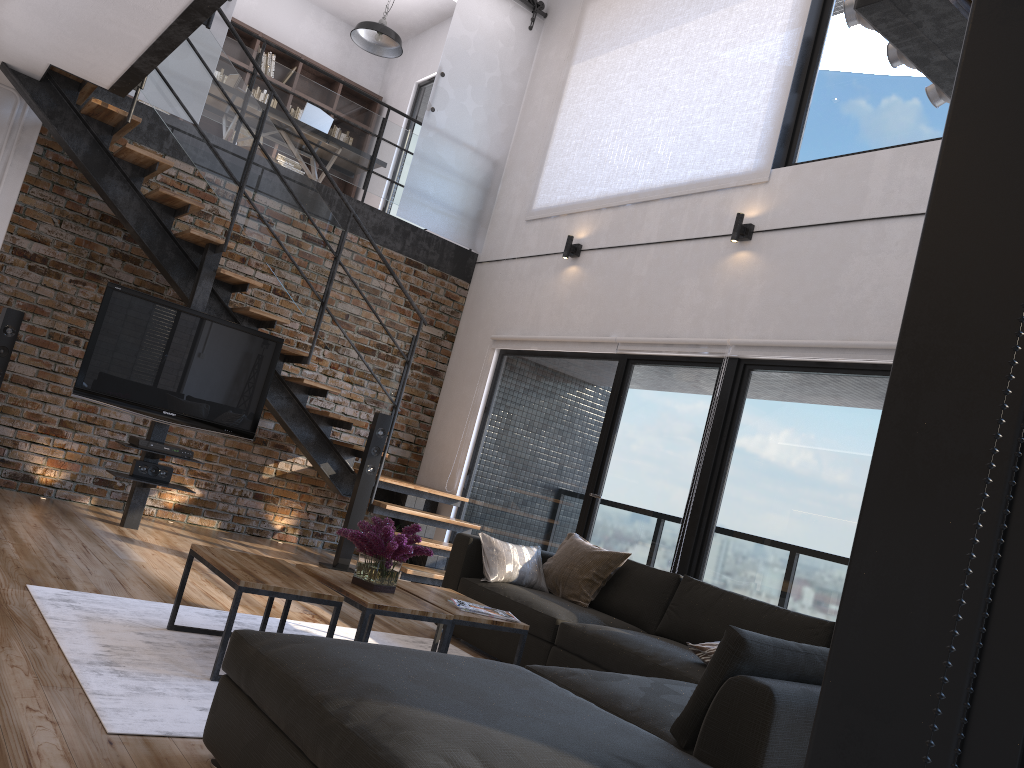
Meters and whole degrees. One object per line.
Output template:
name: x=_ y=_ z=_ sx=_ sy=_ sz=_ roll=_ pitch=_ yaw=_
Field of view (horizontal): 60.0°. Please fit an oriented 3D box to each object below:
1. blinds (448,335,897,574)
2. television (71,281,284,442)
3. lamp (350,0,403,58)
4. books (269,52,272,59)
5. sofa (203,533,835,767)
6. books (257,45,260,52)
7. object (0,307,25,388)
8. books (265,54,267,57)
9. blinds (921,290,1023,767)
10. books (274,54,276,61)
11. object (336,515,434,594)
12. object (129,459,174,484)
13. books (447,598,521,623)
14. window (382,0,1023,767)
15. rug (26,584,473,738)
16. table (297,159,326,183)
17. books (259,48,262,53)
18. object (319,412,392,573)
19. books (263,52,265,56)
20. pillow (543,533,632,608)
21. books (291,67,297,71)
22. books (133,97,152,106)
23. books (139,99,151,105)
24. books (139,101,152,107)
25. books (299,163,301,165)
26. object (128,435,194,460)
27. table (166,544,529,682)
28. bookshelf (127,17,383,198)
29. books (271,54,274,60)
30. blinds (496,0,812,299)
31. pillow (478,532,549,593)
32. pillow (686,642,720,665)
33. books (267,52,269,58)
blinds: x=1.106 y=0.697 z=5.398 sx=0.096 sy=2.041 sz=5.365 roll=19 pitch=-8 yaw=-35
television: x=-2.217 y=-0.111 z=5.953 sx=1.210 sy=0.782 sz=0.136 roll=19 pitch=-7 yaw=-35
lamp: x=-1.177 y=-3.905 z=8.755 sx=0.532 sy=1.185 sz=0.533 roll=14 pitch=-6 yaw=7
books: x=-2.859 y=-3.714 z=10.358 sx=0.073 sy=0.285 sz=0.170 roll=19 pitch=-7 yaw=-35
sofa: x=0.101 y=1.028 z=3.666 sx=3.006 sy=0.699 sz=3.041 roll=19 pitch=-8 yaw=-35
books: x=-2.972 y=-3.760 z=10.283 sx=0.080 sy=0.300 sz=0.156 roll=19 pitch=-7 yaw=-35
object: x=-3.431 y=0.090 z=5.778 sx=0.270 sy=1.204 sz=0.271 roll=9 pitch=-8 yaw=45
books: x=-2.906 y=-3.705 z=10.331 sx=0.081 sy=0.242 sz=0.161 roll=19 pitch=-7 yaw=-35
blinds: x=1.133 y=0.211 z=0.454 sx=1.827 sy=2.049 sz=3.869 roll=14 pitch=-7 yaw=9
books: x=-2.821 y=-3.699 z=10.391 sx=0.076 sy=0.285 sz=0.163 roll=19 pitch=-7 yaw=-35
object: x=-0.532 y=0.681 z=3.680 sx=0.376 sy=0.342 sz=0.341 roll=19 pitch=-8 yaw=-33
object: x=-2.402 y=0.584 z=5.910 sx=0.247 sy=0.112 sz=0.088 roll=19 pitch=-8 yaw=-35
books: x=-0.123 y=0.980 z=3.836 sx=0.295 sy=0.013 sz=0.229 roll=17 pitch=-7 yaw=-14
window: x=0.067 y=-1.166 z=4.779 sx=5.677 sy=5.558 sz=13.387 roll=19 pitch=-8 yaw=-35
rug: x=-0.717 y=1.165 z=3.604 sx=2.118 sy=0.003 sz=1.635 roll=20 pitch=-8 yaw=-35
table: x=-2.197 y=-2.062 z=8.139 sx=1.864 sy=0.634 sz=0.743 roll=19 pitch=-8 yaw=-35
books: x=-2.955 y=-3.743 z=10.301 sx=0.083 sy=0.281 sz=0.149 roll=19 pitch=-7 yaw=-35
object: x=-1.120 y=0.805 z=6.623 sx=0.271 sy=1.204 sz=0.271 roll=18 pitch=-7 yaw=-30
books: x=-2.927 y=-3.717 z=10.307 sx=0.076 sy=0.246 sz=0.174 roll=19 pitch=-7 yaw=-35
pillow: x=0.382 y=1.087 z=5.229 sx=0.265 sy=0.381 sz=0.609 roll=19 pitch=-8 yaw=-34
books: x=-2.662 y=-3.636 z=10.509 sx=0.112 sy=0.276 sz=0.163 roll=19 pitch=-7 yaw=-35
books: x=-3.972 y=-3.013 z=9.684 sx=0.374 sy=0.019 sz=0.243 roll=20 pitch=-8 yaw=-35
books: x=-3.938 y=-3.021 z=9.713 sx=0.346 sy=0.017 sz=0.258 roll=20 pitch=-8 yaw=-35
books: x=-3.942 y=-2.989 z=9.682 sx=0.332 sy=0.011 sz=0.258 roll=20 pitch=-8 yaw=-35
books: x=-2.701 y=-2.668 z=10.608 sx=0.312 sy=0.013 sz=0.243 roll=20 pitch=-8 yaw=-35
object: x=-2.317 y=0.422 z=5.859 sx=0.361 sy=0.058 sz=0.274 roll=20 pitch=-8 yaw=-35
table: x=-0.647 y=1.006 z=3.648 sx=1.301 sy=0.349 sz=0.697 roll=19 pitch=-8 yaw=-35
bookshelf: x=-3.048 y=-2.880 z=10.342 sx=2.723 sy=2.277 sz=0.307 roll=19 pitch=-7 yaw=-35
books: x=-2.836 y=-3.700 z=10.377 sx=0.073 sy=0.276 sz=0.168 roll=19 pitch=-7 yaw=-35
blinds: x=-0.300 y=-2.402 z=7.141 sx=10.190 sy=2.971 sz=2.001 roll=10 pitch=-8 yaw=33
pillow: x=0.016 y=1.049 z=5.153 sx=0.500 sy=0.265 sz=0.212 roll=19 pitch=-8 yaw=-34
pillow: x=1.055 y=1.228 z=3.866 sx=0.532 sy=0.177 sz=0.355 roll=20 pitch=-8 yaw=-37
books: x=-2.879 y=-3.710 z=10.338 sx=0.067 sy=0.263 sz=0.180 roll=19 pitch=-7 yaw=-35
